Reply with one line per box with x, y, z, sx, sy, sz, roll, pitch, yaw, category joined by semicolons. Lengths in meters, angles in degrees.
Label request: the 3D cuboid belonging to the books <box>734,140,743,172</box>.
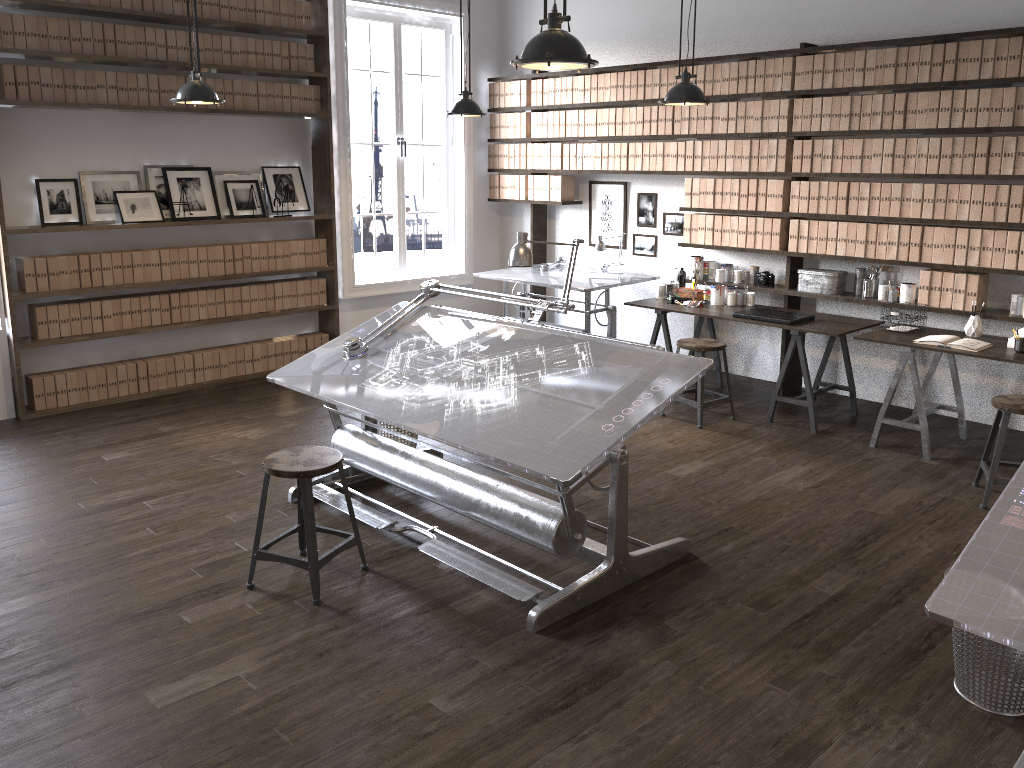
1.699;-1.666;6.469;0.175;0.223;0.067;-12;16;-43;books

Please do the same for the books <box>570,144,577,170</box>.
0.584;-1.949;7.610;0.175;0.223;0.067;-12;16;-43;books

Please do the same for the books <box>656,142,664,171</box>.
1.214;-1.784;6.962;0.175;0.223;0.067;-12;16;-43;books

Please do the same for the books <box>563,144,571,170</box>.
0.529;-1.964;7.669;0.175;0.223;0.067;-12;16;-43;books

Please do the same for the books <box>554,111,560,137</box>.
0.445;-2.254;7.707;0.175;0.223;0.067;-12;16;-43;books

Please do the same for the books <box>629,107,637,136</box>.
1.024;-2.102;7.108;0.175;0.223;0.067;-12;16;-43;books

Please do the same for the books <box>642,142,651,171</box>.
1.122;-1.810;7.064;0.175;0.223;0.067;-12;16;-43;books

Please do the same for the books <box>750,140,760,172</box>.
1.793;-1.642;6.375;0.175;0.223;0.067;-12;16;-43;books

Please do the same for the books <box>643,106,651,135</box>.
1.121;-2.075;7.003;0.175;0.223;0.067;-12;16;-43;books

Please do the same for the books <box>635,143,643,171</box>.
1.070;-1.822;7.112;0.175;0.223;0.067;-12;16;-43;books

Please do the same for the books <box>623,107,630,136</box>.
0.978;-2.115;7.160;0.175;0.223;0.067;-12;16;-43;books

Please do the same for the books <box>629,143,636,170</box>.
1.025;-1.836;7.165;0.175;0.223;0.067;-12;16;-43;books

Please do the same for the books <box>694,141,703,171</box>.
1.460;-1.728;6.713;0.175;0.223;0.067;-12;16;-43;books

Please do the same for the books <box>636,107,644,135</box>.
1.071;-2.088;7.055;0.175;0.223;0.067;-12;16;-43;books

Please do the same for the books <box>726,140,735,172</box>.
1.654;-1.677;6.512;0.175;0.223;0.067;-12;16;-43;books

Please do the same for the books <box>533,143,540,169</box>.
0.276;-2.037;7.928;0.175;0.223;0.067;-12;16;-43;books

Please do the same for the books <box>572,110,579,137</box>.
0.594;-2.213;7.548;0.175;0.223;0.067;-12;16;-43;books

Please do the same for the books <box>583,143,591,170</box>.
0.685;-1.924;7.515;0.175;0.223;0.067;-12;16;-43;books

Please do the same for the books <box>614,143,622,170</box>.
0.922;-1.862;7.271;0.175;0.223;0.067;-12;16;-43;books

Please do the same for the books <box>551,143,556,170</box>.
0.424;-1.998;7.777;0.175;0.223;0.067;-12;16;-43;books

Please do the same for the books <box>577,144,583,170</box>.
0.636;-1.937;7.563;0.175;0.223;0.067;-12;16;-43;books

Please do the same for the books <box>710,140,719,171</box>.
1.557;-1.703;6.615;0.175;0.223;0.067;-12;16;-43;books

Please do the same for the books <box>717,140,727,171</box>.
1.603;-1.690;6.562;0.175;0.223;0.067;-12;16;-43;books

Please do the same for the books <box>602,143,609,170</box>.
0.828;-1.884;7.358;0.175;0.223;0.067;-12;16;-43;books

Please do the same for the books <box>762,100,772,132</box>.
1.848;-1.887;6.264;0.175;0.223;0.067;-12;16;-43;books

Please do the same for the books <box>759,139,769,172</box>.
1.842;-1.629;6.324;0.175;0.223;0.067;-12;16;-43;books

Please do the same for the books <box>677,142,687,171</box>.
1.354;-1.748;6.820;0.175;0.223;0.067;-12;16;-43;books

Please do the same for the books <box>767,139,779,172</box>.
1.887;-1.616;6.271;0.175;0.223;0.067;-12;16;-43;books

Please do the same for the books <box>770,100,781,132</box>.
1.890;-1.876;6.218;0.175;0.223;0.067;-12;16;-43;books

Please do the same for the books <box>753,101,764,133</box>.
1.799;-1.898;6.308;0.175;0.223;0.067;-12;16;-43;books

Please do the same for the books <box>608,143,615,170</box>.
0.875;-1.874;7.316;0.175;0.223;0.067;-12;16;-43;books

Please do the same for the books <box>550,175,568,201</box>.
0.421;-1.731;7.838;0.175;0.223;0.067;-12;16;-43;books

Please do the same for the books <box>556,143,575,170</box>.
0.465;-1.986;7.729;0.175;0.223;0.067;-12;16;-43;books

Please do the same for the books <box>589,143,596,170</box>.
0.730;-1.911;7.463;0.175;0.223;0.067;-12;16;-43;books

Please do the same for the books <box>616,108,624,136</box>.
0.929;-2.127;7.209;0.175;0.223;0.067;-12;16;-43;books

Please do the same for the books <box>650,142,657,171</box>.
1.171;-1.797;7.014;0.175;0.223;0.067;-12;16;-43;books

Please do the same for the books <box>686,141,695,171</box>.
1.407;-1.740;6.762;0.175;0.223;0.067;-12;16;-43;books

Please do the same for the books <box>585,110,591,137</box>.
0.695;-2.188;7.450;0.175;0.223;0.067;-12;16;-43;books

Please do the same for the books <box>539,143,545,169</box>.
0.327;-2.025;7.881;0.175;0.223;0.067;-12;16;-43;books

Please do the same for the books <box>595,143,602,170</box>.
0.778;-1.897;7.409;0.175;0.223;0.067;-12;16;-43;books

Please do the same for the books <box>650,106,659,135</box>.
1.168;-2.064;6.961;0.175;0.223;0.067;-12;16;-43;books

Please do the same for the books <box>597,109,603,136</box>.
0.787;-2.164;7.354;0.175;0.223;0.067;-12;16;-43;books

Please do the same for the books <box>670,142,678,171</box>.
1.305;-1.761;6.872;0.175;0.223;0.067;-12;16;-43;books

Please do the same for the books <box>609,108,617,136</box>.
0.878;-2.139;7.256;0.175;0.223;0.067;-12;16;-43;books

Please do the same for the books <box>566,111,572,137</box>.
0.548;-2.227;7.601;0.175;0.223;0.067;-12;16;-43;books

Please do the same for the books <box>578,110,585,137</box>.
0.646;-2.201;7.500;0.175;0.223;0.067;-12;16;-43;books

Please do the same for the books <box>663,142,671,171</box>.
1.263;-1.773;6.918;0.175;0.223;0.067;-12;16;-43;books

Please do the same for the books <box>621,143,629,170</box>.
0.969;-1.848;7.215;0.175;0.223;0.067;-12;16;-43;books

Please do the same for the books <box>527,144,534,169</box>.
0.223;-2.049;7.977;0.175;0.223;0.067;-12;16;-43;books

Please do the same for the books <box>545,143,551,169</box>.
0.374;-2.012;7.831;0.175;0.223;0.067;-12;16;-43;books

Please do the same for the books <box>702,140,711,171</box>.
1.511;-1.716;6.666;0.175;0.223;0.067;-12;16;-43;books

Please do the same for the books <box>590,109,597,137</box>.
0.737;-2.175;7.398;0.175;0.223;0.067;-12;16;-43;books

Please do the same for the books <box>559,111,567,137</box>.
0.492;-2.240;7.651;0.175;0.223;0.067;-12;16;-43;books

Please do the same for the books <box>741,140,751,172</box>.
1.742;-1.653;6.418;0.175;0.223;0.067;-12;16;-43;books

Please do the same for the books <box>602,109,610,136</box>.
0.829;-2.152;7.308;0.175;0.223;0.067;-12;16;-43;books

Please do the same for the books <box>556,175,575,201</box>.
0.467;-1.718;7.788;0.175;0.223;0.067;-12;16;-43;books
